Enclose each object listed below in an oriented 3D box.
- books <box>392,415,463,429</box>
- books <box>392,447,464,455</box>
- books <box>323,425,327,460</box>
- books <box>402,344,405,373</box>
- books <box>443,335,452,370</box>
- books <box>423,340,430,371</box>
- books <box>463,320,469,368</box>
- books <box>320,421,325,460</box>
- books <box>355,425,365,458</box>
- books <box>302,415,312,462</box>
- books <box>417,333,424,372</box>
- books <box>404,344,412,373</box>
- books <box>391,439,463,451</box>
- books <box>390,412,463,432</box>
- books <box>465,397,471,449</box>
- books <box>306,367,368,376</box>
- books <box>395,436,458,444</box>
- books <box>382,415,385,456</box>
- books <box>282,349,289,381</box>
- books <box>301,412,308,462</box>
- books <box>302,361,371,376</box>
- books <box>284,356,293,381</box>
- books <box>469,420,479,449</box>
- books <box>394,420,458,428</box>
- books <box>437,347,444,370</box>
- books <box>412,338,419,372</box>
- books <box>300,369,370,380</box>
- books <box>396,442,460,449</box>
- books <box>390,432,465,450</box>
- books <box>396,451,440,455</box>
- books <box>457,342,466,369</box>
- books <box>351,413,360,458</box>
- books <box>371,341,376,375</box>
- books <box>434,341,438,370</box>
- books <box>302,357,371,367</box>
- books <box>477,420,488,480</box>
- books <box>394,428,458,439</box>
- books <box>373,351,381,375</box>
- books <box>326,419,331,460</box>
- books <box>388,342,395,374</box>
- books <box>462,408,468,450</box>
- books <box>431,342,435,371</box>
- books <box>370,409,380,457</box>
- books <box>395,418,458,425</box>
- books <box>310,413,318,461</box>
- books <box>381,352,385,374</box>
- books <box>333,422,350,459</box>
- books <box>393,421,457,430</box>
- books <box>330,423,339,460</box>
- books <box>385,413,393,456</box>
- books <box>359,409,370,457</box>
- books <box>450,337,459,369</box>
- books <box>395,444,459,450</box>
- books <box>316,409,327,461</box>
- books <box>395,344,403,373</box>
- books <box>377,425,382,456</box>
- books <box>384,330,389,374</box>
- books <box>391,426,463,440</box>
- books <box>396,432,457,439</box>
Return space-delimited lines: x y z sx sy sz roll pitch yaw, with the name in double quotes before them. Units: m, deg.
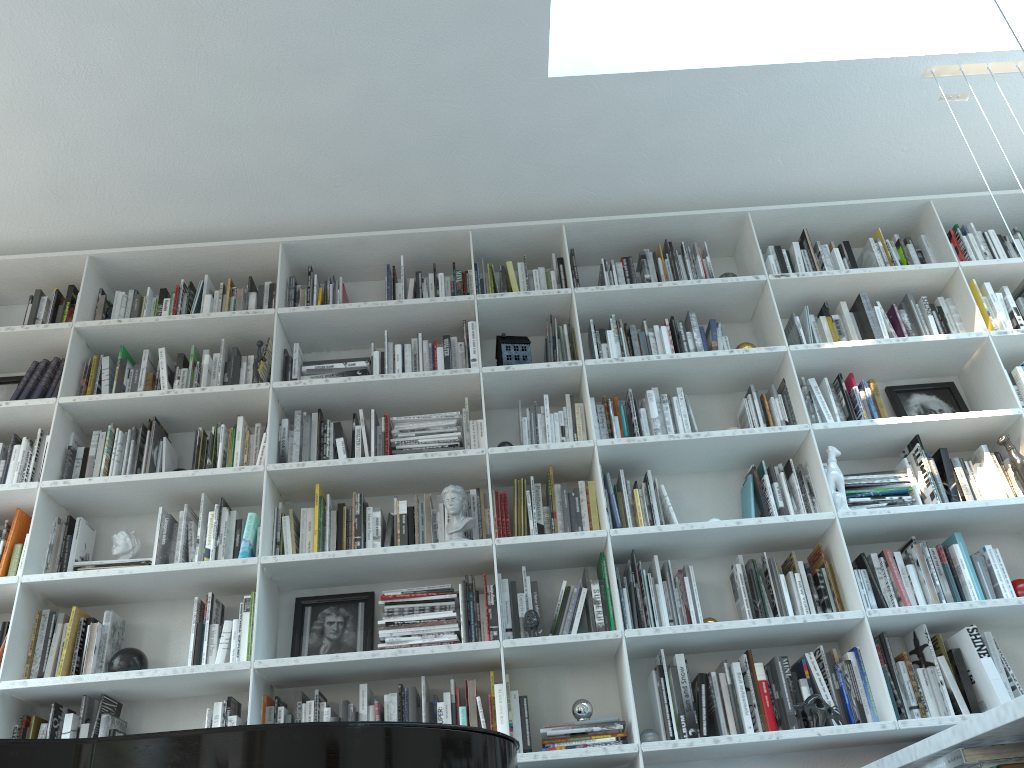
"books" -0.350 0.178 3.674 0.285 0.012 0.160 -2 -31 -6
"books" -0.338 0.305 3.603 0.285 0.012 0.160 -3 -31 -5
"books" -0.748 0.303 3.607 0.014 0.232 0.148 -4 -31 -2
"books" -0.457 -0.035 3.812 0.012 0.243 0.132 -4 -31 -2
"books" -0.270 -0.059 3.805 0.032 0.247 0.174 -4 -31 -2
"books" -0.359 -0.042 3.794 0.023 0.221 0.191 -4 -31 -2
"books" -0.194 -0.096 3.839 0.012 0.332 0.156 -4 -31 -2
"books" -0.761 0.296 3.611 0.011 0.250 0.153 -4 -31 -2
"books" -0.615 0.299 3.605 0.024 0.215 0.148 -4 -31 -2
"books" -0.819 0.287 3.601 0.025 0.264 0.186 -4 -31 -2
"books" -0.383 -0.056 3.812 0.023 0.268 0.186 -4 -31 -2
"books" -0.436 -0.030 3.798 0.028 0.218 0.184 -4 -31 -2
"books" -0.341 0.277 3.626 0.285 0.012 0.160 -5 -31 -1
"books" -0.351 0.171 3.687 0.285 0.012 0.160 -5 -31 0
"books" -0.176 0.227 3.654 0.012 0.317 0.140 -4 -31 -2
"books" -0.741 -0.016 3.796 0.254 0.025 0.161 -2 -31 -6
"books" -0.342 0.267 3.632 0.254 0.012 0.161 -5 -31 -1
"books" -0.511 0.277 3.612 0.015 0.243 0.184 -4 -31 -2
"books" -0.959 -0.001 3.798 0.012 0.252 0.161 -4 -31 -2
"books" -0.840 0.282 3.635 0.014 0.311 0.134 -4 -31 -2
"books" -0.743 -0.035 3.812 0.285 0.024 0.160 -5 -31 0
"books" -0.938 0.010 3.768 0.027 0.200 0.168 -4 -31 -2
"books" -0.150 0.275 3.621 0.029 0.197 0.173 -4 -31 -2
"books" -0.348 0.202 3.668 0.254 0.012 0.161 -5 -31 0
"books" -0.298 -0.031 3.789 0.029 0.187 0.177 -4 -31 -2
"books" -0.409 -0.045 3.830 0.029 0.272 0.141 -4 -31 -2
"books" -0.739 0.003 3.781 0.285 0.024 0.160 -7 -31 2
"books" -0.340 0.286 3.618 0.254 0.012 0.161 -3 -31 -4
"books" -0.343 0.254 3.634 0.285 0.012 0.160 -6 -31 0
"books" -0.337 0.318 3.601 0.254 0.012 0.161 -4 -31 -3
"books" -0.209 -0.043 3.797 0.029 0.201 0.192 -4 -31 -2
"books" -0.640 0.275 3.628 0.022 0.284 0.131 -4 -31 -2
"books" -0.587 -0.034 3.801 0.012 0.252 0.161 -4 -31 -2
"books" -0.320 -0.045 3.802 0.012 0.229 0.159 -4 -31 -2
"books" -0.745 -0.053 3.829 0.285 0.024 0.160 -4 -31 -2
"books" -0.121 0.273 3.629 0.030 0.204 0.159 -4 -31 -2
"books" -0.345 0.234 3.649 0.254 0.012 0.161 -5 -31 0
"books" -0.566 -0.010 3.781 0.025 0.186 0.194 -4 -31 -2
"books" -0.735 0.293 3.608 0.014 0.249 0.173 -4 -31 -2
"books" -0.510 -0.033 3.800 0.021 0.236 0.172 -4 -31 -2
"books" -0.186 0.247 3.623 0.012 0.252 0.161 -4 -31 -2
"books" -0.331 -0.041 3.807 0.010 0.229 0.153 -4 -31 -2
"books" -0.554 0.266 3.611 0.021 0.267 0.192 -4 -31 -2
"books" -0.349 0.194 3.678 0.254 0.012 0.161 -4 -31 -2
"books" -0.793 0.282 3.625 0.029 0.293 0.152 -4 -31 -2
"books" -0.543 -0.011 3.816 0.024 0.222 0.129 -4 -31 -2
"books" -0.682 0.292 3.602 0.066 0.235 0.154 -4 -31 -2
"books" -0.347 0.211 3.655 0.254 0.012 0.161 -7 -31 2
"books" -0.722 0.297 3.607 0.011 0.238 0.148 -4 -31 -2
"books" -0.497 0.269 3.603 0.013 0.245 0.177 -4 -31 -2
"books" -0.590 0.267 3.627 0.049 0.289 0.163 -4 -31 -2
"books" -0.241 -0.059 3.823 0.029 0.260 0.133 -4 -31 -2
"books" -0.339 0.296 3.611 0.254 0.012 0.161 -5 -31 0
"books" -0.773 0.275 3.620 0.011 0.298 0.180 -4 -31 -2
"books" -0.475 -0.028 3.794 0.027 0.215 0.191 -4 -31 -2
"books" -0.529 0.295 3.612 0.024 0.215 0.133 -4 -31 -2
"books" -0.528 -0.060 3.797 0.011 0.282 0.191 -4 -31 -2
"books" -0.346 0.226 3.657 0.285 0.012 0.160 -4 -31 -3
"books" -0.344 0.244 3.640 0.254 0.012 0.161 -3 -31 -5
